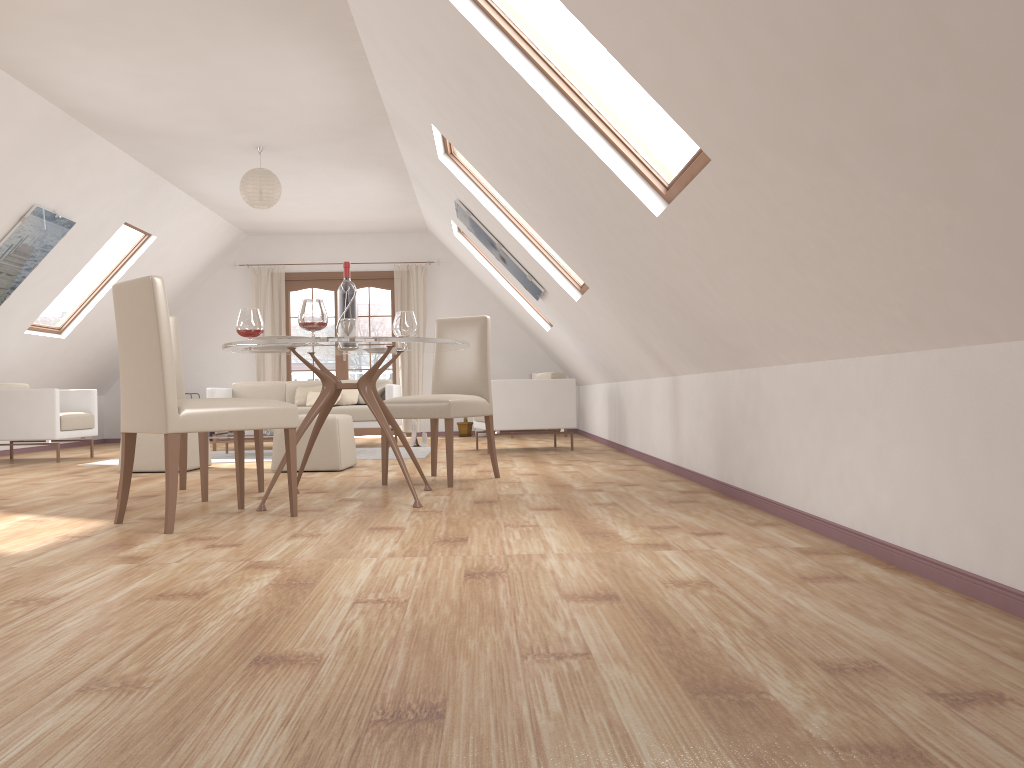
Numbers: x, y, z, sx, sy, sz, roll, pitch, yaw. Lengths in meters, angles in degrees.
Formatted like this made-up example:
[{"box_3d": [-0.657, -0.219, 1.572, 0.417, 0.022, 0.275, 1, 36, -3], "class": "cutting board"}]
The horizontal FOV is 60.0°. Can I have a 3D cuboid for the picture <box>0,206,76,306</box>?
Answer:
[{"box_3d": [-4.028, -1.002, 7.200, 0.683, 0.738, 0.650, -1, -1, -2], "class": "picture"}]

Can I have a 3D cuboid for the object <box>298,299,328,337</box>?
[{"box_3d": [-0.902, -0.290, 4.021, 0.136, 0.183, 0.136, -1, -1, -23], "class": "object"}]

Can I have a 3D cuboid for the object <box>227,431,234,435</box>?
[{"box_3d": [-2.574, 0.285, 8.104, 0.123, 0.359, 0.184, -2, -1, 40], "class": "object"}]

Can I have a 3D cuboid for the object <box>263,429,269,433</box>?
[{"box_3d": [-2.263, 0.433, 8.059, 0.143, 0.052, 0.064, -1, -1, -2], "class": "object"}]

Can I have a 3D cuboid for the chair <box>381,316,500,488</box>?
[{"box_3d": [-0.421, 0.080, 5.275, 0.477, 0.999, 0.618, -1, -1, 26], "class": "chair"}]

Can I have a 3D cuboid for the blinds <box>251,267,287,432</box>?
[{"box_3d": [-3.060, -0.410, 11.193, 0.423, 2.130, 0.120, -1, -1, -4], "class": "blinds"}]

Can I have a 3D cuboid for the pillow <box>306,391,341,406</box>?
[{"box_3d": [-1.982, 0.159, 9.290, 0.363, 0.170, 0.227, -1, -1, 4], "class": "pillow"}]

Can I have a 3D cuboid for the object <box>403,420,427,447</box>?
[{"box_3d": [-1.003, 0.503, 9.114, 0.212, 0.267, 0.315, -1, -1, -15], "class": "object"}]

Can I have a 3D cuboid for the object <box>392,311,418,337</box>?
[{"box_3d": [-0.559, -0.289, 4.651, 0.136, 0.183, 0.136, -1, -1, 25], "class": "object"}]

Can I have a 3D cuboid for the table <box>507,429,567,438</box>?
[{"box_3d": [0.292, 0.437, 10.768, 0.730, 0.390, 0.773, -1, -1, -3], "class": "table"}]

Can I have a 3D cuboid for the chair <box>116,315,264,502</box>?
[{"box_3d": [-1.731, 0.100, 4.770, 0.618, 0.999, 0.477, -1, -1, 23], "class": "chair"}]

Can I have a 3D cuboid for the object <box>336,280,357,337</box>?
[{"box_3d": [-0.818, -0.357, 4.419, 0.086, 0.322, 0.096, -1, -1, -39], "class": "object"}]

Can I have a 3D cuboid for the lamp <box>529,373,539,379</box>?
[{"box_3d": [0.329, 0.055, 10.937, 0.221, 0.375, 0.180, -2, -1, 32], "class": "lamp"}]

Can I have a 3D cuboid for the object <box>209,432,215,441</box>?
[{"box_3d": [-3.713, 0.501, 11.044, 0.115, 0.443, 0.120, -1, -1, -7], "class": "object"}]

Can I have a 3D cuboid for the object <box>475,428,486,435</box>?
[{"box_3d": [-0.369, 0.403, 10.819, 0.234, 0.480, 0.209, -1, -1, -35], "class": "object"}]

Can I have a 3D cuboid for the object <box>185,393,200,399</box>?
[{"box_3d": [-4.302, 0.422, 10.875, 0.854, 0.608, 0.417, -1, -1, -2], "class": "object"}]

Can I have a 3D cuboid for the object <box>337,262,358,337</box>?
[{"box_3d": [-0.848, -0.411, 4.569, 0.109, 0.435, 0.109, -1, -1, -6], "class": "object"}]

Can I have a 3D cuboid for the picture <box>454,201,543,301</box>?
[{"box_3d": [-0.115, -1.079, 7.312, 0.683, 0.738, 0.650, -1, -1, -2], "class": "picture"}]

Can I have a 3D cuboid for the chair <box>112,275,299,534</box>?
[{"box_3d": [-1.303, 0.079, 3.760, 0.477, 0.999, 0.618, -2, -1, 43], "class": "chair"}]

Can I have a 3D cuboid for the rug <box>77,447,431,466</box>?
[{"box_3d": [-2.135, 0.643, 7.987, 2.800, 0.007, 1.600, -1, -1, -2], "class": "rug"}]

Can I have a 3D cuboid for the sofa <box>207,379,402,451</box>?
[{"box_3d": [-2.141, 0.310, 9.330, 1.880, 0.706, 0.820, -1, -1, -2], "class": "sofa"}]

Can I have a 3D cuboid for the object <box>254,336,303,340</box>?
[{"box_3d": [-1.067, -0.204, 4.104, 0.228, 0.020, 0.228, -2, -1, 44], "class": "object"}]

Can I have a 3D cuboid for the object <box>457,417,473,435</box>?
[{"box_3d": [-0.611, 0.226, 11.063, 0.311, 0.846, 0.307, -1, -1, -10], "class": "object"}]

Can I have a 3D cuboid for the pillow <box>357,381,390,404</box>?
[{"box_3d": [-1.483, 0.074, 9.407, 0.269, 0.276, 0.424, -1, -1, -42], "class": "pillow"}]

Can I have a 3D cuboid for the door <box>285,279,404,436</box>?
[{"box_3d": [-2.174, -0.333, 11.309, 1.546, 2.001, 0.098, -1, -1, -2], "class": "door"}]

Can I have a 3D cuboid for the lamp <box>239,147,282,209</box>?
[{"box_3d": [-2.091, -1.714, 7.374, 0.340, 0.497, 0.340, -2, -1, 38], "class": "lamp"}]

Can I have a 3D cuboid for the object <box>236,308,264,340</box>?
[{"box_3d": [-1.289, -0.278, 4.365, 0.136, 0.183, 0.136, -1, -1, -23], "class": "object"}]

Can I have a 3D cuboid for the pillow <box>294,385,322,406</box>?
[{"box_3d": [-2.139, 0.121, 9.437, 0.351, 0.235, 0.185, -1, -1, 2], "class": "pillow"}]

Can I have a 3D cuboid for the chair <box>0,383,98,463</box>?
[{"box_3d": [-4.292, 0.336, 7.979, 0.820, 0.706, 0.748, -1, -1, 1], "class": "chair"}]

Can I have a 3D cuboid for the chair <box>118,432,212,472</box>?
[{"box_3d": [-2.554, 0.437, 6.551, 0.506, 0.394, 0.506, -1, -1, 3], "class": "chair"}]

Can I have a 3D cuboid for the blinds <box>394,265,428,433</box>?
[{"box_3d": [-1.261, -0.449, 11.206, 0.424, 2.129, 0.123, -1, -1, -7], "class": "blinds"}]

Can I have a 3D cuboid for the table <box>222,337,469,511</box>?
[{"box_3d": [-0.805, 0.190, 4.414, 1.198, 0.770, 1.198, -1, -1, 19], "class": "table"}]

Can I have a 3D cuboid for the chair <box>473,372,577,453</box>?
[{"box_3d": [0.092, 0.250, 8.094, 0.820, 0.706, 0.748, -1, -1, -12], "class": "chair"}]

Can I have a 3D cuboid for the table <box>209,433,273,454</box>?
[{"box_3d": [-2.099, 0.552, 8.056, 1.173, 0.190, 0.730, -1, -1, -2], "class": "table"}]

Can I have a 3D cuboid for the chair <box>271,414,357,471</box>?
[{"box_3d": [-1.407, 0.411, 6.343, 0.506, 0.394, 0.506, -1, -1, 2], "class": "chair"}]

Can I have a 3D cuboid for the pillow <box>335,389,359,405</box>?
[{"box_3d": [-1.798, 0.115, 9.442, 0.351, 0.225, 0.196, -1, -1, 3], "class": "pillow"}]

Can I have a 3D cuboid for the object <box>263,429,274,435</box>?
[{"box_3d": [-2.179, 0.430, 7.922, 0.064, 0.052, 0.143, -2, -1, 28], "class": "object"}]
